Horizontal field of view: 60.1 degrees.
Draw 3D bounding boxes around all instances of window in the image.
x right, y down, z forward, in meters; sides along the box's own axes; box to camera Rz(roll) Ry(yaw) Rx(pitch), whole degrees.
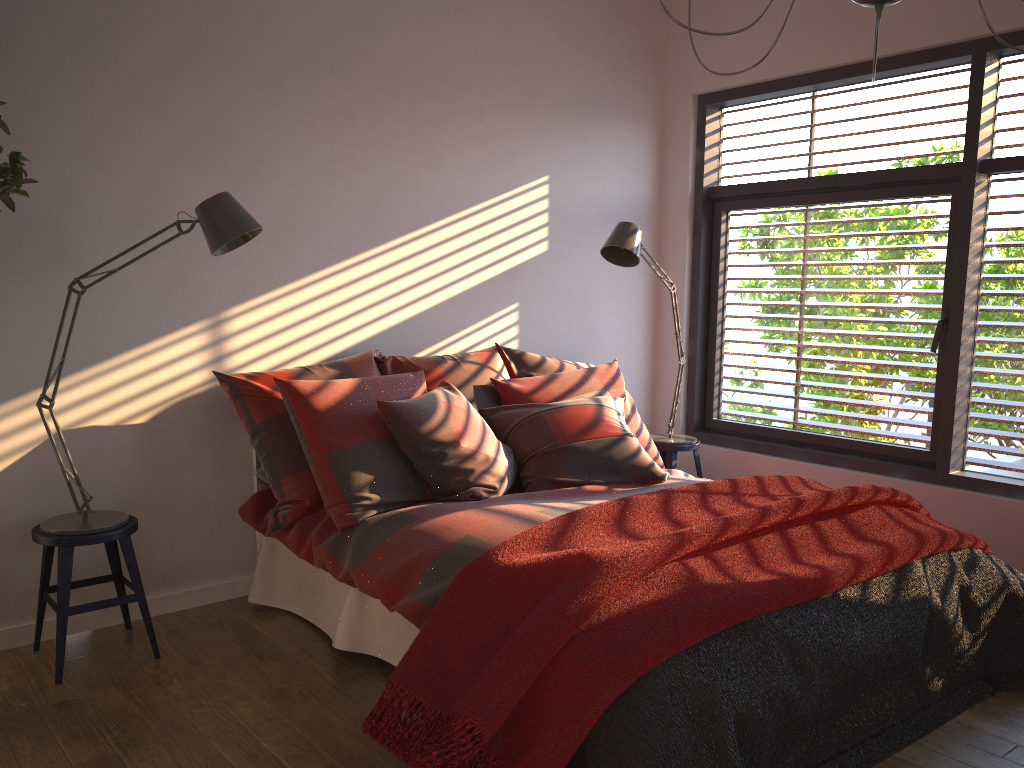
[{"bbox_3d":[1.926,-0.521,4.106,0.169,1.956,2.624,-7,11,-39],"label":"window"}]

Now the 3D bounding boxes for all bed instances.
[{"bbox_3d":[0.362,0.564,3.360,2.030,0.776,2.302,-5,9,-39],"label":"bed"}]

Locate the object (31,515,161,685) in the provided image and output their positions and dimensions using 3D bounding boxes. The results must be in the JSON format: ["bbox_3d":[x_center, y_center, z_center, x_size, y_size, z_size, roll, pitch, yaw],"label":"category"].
[{"bbox_3d":[-1.478,0.727,3.113,0.337,0.484,0.340,-7,11,-39],"label":"object"}]

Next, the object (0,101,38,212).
[{"bbox_3d":[-1.711,0.031,2.380,0.810,2.037,0.796,-6,11,-35],"label":"object"}]

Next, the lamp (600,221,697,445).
[{"bbox_3d":[0.688,-0.234,4.519,0.278,1.137,0.785,9,12,42],"label":"lamp"}]

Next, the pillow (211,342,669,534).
[{"bbox_3d":[-0.019,0.224,3.785,2.135,0.739,1.139,-6,9,-41],"label":"pillow"}]

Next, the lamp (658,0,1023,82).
[{"bbox_3d":[0.817,-1.294,1.884,1.097,1.088,1.241,-6,10,-39],"label":"lamp"}]

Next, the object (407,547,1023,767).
[{"bbox_3d":[0.878,0.733,2.767,2.499,0.572,1.116,-5,9,-38],"label":"object"}]

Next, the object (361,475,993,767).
[{"bbox_3d":[0.759,0.693,2.848,2.637,0.665,0.679,-5,9,-38],"label":"object"}]

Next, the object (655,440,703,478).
[{"bbox_3d":[0.847,0.546,4.837,0.337,0.484,0.340,-7,11,-41],"label":"object"}]

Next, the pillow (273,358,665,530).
[{"bbox_3d":[-0.102,0.198,3.756,1.809,0.556,0.525,-5,10,-38],"label":"pillow"}]

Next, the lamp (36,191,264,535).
[{"bbox_3d":[-1.225,-0.072,2.980,0.788,1.137,0.277,0,9,1],"label":"lamp"}]
